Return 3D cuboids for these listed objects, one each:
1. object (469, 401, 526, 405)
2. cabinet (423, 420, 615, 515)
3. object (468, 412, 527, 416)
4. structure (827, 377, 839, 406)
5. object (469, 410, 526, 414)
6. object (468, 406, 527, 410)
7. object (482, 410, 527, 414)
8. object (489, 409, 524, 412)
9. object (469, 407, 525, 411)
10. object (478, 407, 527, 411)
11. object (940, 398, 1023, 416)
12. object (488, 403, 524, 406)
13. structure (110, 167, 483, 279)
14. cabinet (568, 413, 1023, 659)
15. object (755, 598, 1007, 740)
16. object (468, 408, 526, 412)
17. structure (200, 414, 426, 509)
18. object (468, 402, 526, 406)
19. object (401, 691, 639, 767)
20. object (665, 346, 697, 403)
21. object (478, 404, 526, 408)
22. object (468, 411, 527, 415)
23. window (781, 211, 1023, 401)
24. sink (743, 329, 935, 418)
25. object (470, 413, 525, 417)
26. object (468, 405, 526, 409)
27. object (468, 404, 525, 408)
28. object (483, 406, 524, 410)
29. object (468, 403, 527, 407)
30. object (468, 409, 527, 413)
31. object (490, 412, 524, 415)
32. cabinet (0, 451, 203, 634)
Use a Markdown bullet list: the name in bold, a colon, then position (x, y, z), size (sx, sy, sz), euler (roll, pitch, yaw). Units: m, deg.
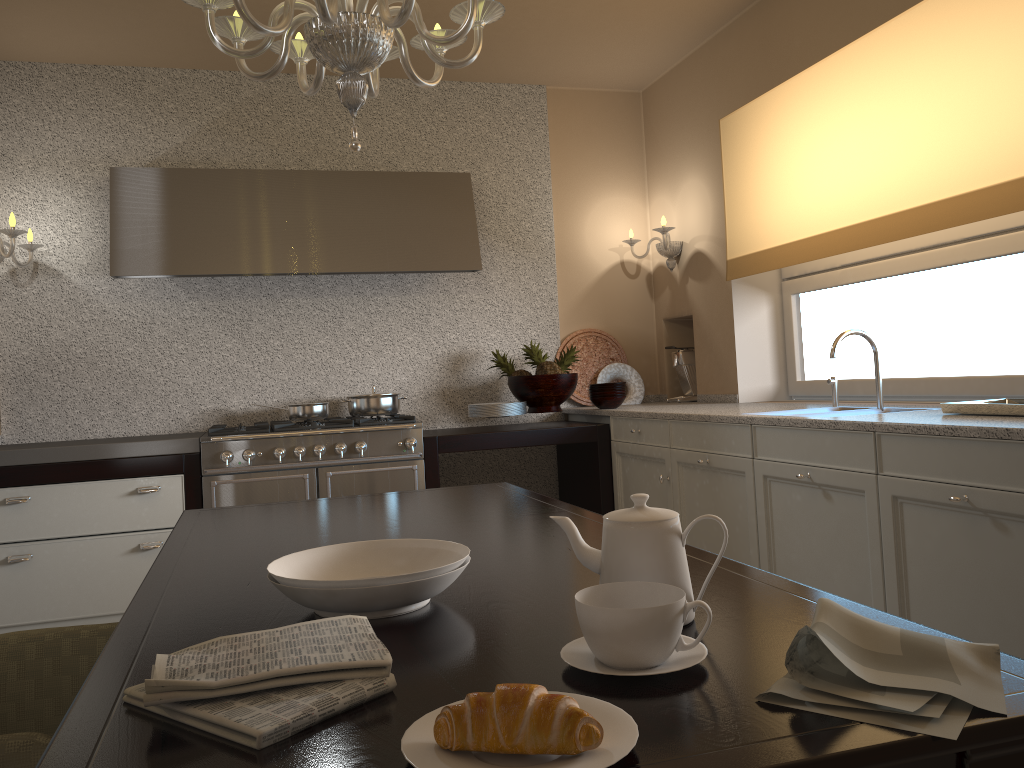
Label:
- **object**: position (-0.070, 0.096, 4.221), size (0.278, 0.011, 0.278), euler (-3, 0, -29)
- **cabinet**: position (-0.032, 0.578, 4.344), size (0.896, 0.725, 0.599), euler (-3, -1, -16)
- **object**: position (-0.068, 0.147, 4.219), size (0.278, 0.011, 0.278), euler (-3, 0, -29)
- **structure**: position (1.239, 0.040, 3.413), size (0.037, 0.135, 0.024), euler (-3, -2, -16)
- **object**: position (-0.069, 0.136, 4.220), size (0.278, 0.011, 0.278), euler (-3, 0, -29)
- **object**: position (-0.070, 0.119, 4.220), size (0.278, 0.011, 0.278), euler (-3, 0, -29)
- **object**: position (-0.068, 0.139, 4.219), size (0.278, 0.011, 0.278), euler (-3, 0, -29)
- **object**: position (-0.069, 0.130, 4.220), size (0.278, 0.011, 0.278), euler (-3, 0, -29)
- **object**: position (-0.070, 0.122, 4.221), size (0.278, 0.011, 0.278), euler (-3, 0, -29)
- **object**: position (-0.069, 0.124, 4.220), size (0.278, 0.011, 0.278), euler (-3, 0, -29)
- **object**: position (1.410, 0.061, 2.385), size (0.241, 0.030, 0.428), euler (-3, 0, -16)
- **object**: position (-0.071, 0.102, 4.221), size (0.278, 0.011, 0.278), euler (-3, 0, -29)
- **structure**: position (-1.015, -0.759, 4.274), size (1.662, 0.511, 0.479), euler (-3, -1, -17)
- **cabinet**: position (1.251, 0.490, 2.925), size (0.847, 0.772, 4.217), euler (-3, 0, -16)
- **object**: position (0.353, 0.251, 0.828), size (0.196, 0.063, 0.205), euler (-3, 0, 36)
- **object**: position (-0.070, 0.128, 4.220), size (0.278, 0.011, 0.278), euler (-3, 0, -29)
- **structure**: position (-0.898, 0.570, 4.035), size (0.929, 0.806, 0.704), euler (-3, -1, -16)
- **object**: position (-0.071, 0.100, 4.221), size (0.278, 0.011, 0.278), euler (-3, 0, -29)
- **object**: position (0.007, 0.294, 0.730), size (0.194, 0.014, 0.194), euler (-3, 0, -41)
- **object**: position (1.033, -0.060, 4.810), size (0.391, 0.306, 0.382), euler (-3, -1, -16)
- **object**: position (-0.070, 0.111, 4.221), size (0.278, 0.011, 0.278), euler (-3, 0, -29)
- **object**: position (-0.068, 0.141, 4.220), size (0.278, 0.011, 0.278), euler (-3, 0, -29)
- **window**: position (1.824, -0.624, 2.615), size (0.047, 1.354, 3.563), euler (-3, 0, -16)
- **sink**: position (1.099, 0.054, 3.041), size (0.458, 0.482, 0.538), euler (-3, -1, -16)
- **object**: position (-0.068, 0.150, 4.219), size (0.278, 0.011, 0.278), euler (-3, 0, -29)
- **object**: position (-0.070, 0.113, 4.221), size (0.278, 0.011, 0.278), euler (-3, 0, -29)
- **object**: position (-0.070, 0.108, 4.221), size (0.278, 0.011, 0.278), euler (-3, 0, -29)
- **object**: position (-0.069, 0.116, 4.220), size (0.278, 0.011, 0.278), euler (-3, 0, -29)
- **object**: position (-0.070, 0.105, 4.220), size (0.278, 0.011, 0.278), euler (-3, 0, -29)
- **object**: position (-0.069, 0.133, 4.220), size (0.278, 0.011, 0.278), euler (-3, 0, -29)
- **object**: position (-0.068, 0.144, 4.220), size (0.278, 0.011, 0.278), euler (-3, 0, -29)
- **cabinet**: position (-1.783, 0.674, 3.809), size (0.896, 0.725, 0.636), euler (-3, -1, -16)
